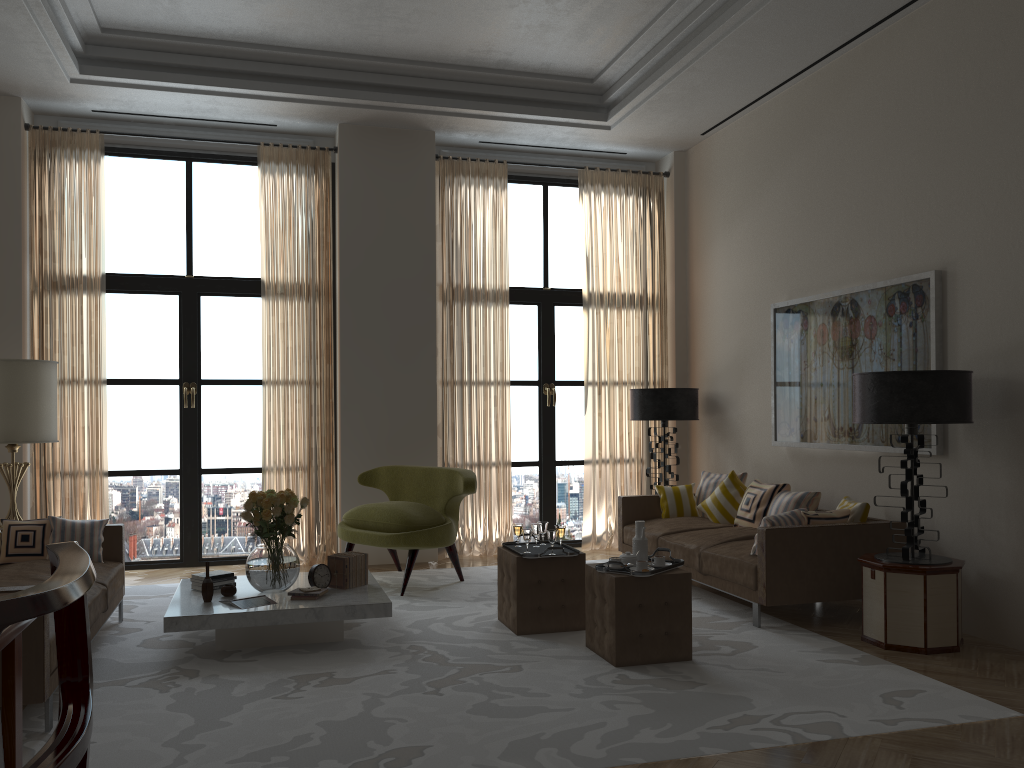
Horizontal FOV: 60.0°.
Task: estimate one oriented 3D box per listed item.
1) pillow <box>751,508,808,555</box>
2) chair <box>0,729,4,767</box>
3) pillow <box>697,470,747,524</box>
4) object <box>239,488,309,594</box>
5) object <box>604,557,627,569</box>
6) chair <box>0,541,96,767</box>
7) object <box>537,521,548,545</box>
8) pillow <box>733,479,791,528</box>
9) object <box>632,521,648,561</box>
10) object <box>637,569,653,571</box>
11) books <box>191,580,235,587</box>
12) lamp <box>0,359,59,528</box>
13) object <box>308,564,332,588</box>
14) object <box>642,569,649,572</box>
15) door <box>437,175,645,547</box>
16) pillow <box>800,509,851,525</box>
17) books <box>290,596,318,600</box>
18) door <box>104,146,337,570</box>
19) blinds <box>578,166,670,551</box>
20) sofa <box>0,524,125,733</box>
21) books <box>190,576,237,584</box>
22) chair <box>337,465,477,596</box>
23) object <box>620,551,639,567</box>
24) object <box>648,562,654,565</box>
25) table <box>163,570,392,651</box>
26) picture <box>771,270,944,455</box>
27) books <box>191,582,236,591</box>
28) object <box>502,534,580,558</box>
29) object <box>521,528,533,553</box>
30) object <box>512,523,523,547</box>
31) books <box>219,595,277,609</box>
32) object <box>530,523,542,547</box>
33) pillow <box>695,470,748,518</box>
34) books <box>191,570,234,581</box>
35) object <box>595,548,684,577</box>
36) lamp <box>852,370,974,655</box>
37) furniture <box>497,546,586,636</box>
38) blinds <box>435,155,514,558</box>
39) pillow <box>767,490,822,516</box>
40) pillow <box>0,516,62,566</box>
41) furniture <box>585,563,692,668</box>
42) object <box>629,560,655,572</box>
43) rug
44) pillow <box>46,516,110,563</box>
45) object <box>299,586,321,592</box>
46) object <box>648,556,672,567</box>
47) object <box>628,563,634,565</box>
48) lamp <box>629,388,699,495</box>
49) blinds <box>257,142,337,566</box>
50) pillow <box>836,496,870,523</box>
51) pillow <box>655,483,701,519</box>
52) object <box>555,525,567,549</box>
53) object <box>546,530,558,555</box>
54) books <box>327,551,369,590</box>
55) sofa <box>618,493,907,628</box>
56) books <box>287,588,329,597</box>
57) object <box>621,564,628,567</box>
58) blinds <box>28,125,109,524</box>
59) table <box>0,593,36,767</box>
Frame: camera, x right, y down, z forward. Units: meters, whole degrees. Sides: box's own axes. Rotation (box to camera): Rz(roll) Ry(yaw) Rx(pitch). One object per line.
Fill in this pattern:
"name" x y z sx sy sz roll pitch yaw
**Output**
"pillow" 2.213 1.250 7.376 0.498 0.428 0.327 0 -1 -28
"chair" -0.889 1.012 0.644 0.878 1.505 0.656 0 -1 -16
"pillow" 2.296 1.219 9.347 0.767 0.617 0.355 -1 -1 28
"object" -1.860 1.240 7.003 0.540 0.821 0.627 0 -1 -20
"object" 0.738 1.266 6.286 0.176 0.067 0.176 1 -2 -40
"chair" -1.079 1.034 1.264 0.878 1.505 0.656 0 -1 -16
"object" 0.262 1.268 7.522 0.098 0.191 0.098 -1 -1 31
"pillow" 2.477 1.238 8.807 0.403 0.547 0.617 0 -1 -13
"object" 0.947 1.169 6.563 0.113 0.305 0.125 -1 -1 21
"object" 0.908 1.293 6.138 0.187 0.015 0.041 1 -2 -29
"books" -2.402 1.592 7.125 0.207 0.024 0.262 -2 -2 37
"lamp" -4.665 0.914 8.286 0.768 2.254 0.767 -1 -1 37
"object" -1.524 1.533 7.043 0.082 0.209 0.204 -1 -1 35
"object" 0.921 1.291 6.105 0.053 0.026 0.049 0 -2 -14
"door" 0.462 -0.266 11.335 3.086 4.766 0.240 0 0 -16
"pillow" 2.574 1.253 7.442 0.464 0.412 0.304 0 -1 -18
"books" -1.568 1.617 6.784 0.197 0.024 0.256 0 -2 1
"door" -3.667 -0.278 10.151 3.258 4.766 0.240 0 0 -16
"blinds" 1.434 -0.284 11.379 1.242 4.873 0.418 0 0 -14
"sofa" -3.541 1.555 5.998 1.351 0.819 2.981 0 -2 -16
"books" -2.404 1.567 7.138 0.230 0.024 0.280 -2 -2 39
"chair" -1.174 1.473 9.114 1.791 1.213 1.029 -2 -2 41
"object" 0.843 1.265 6.440 0.176 0.105 0.136 0 -1 -20
"object" 1.032 1.305 6.464 0.041 0.015 0.187 -1 -2 26
"table" -1.853 1.811 7.062 1.584 0.343 1.501 0 -2 -16
"picture" 3.079 -0.132 8.170 0.080 1.480 2.267 0 -1 -18
"books" -2.402 1.622 7.136 0.207 0.035 0.280 -2 -2 41
"object" 0.227 1.318 7.248 0.491 0.092 0.802 0 -2 -16
"object" 0.122 1.254 7.083 0.098 0.191 0.098 0 -1 10
"object" 0.050 1.266 7.423 0.098 0.191 0.098 0 -1 -33
"books" -1.964 1.607 6.592 0.281 0.038 0.384 1 -3 -43
"object" 0.203 1.264 7.391 0.098 0.191 0.098 0 -1 -16
"pillow" 2.262 1.249 9.750 0.355 0.576 0.624 0 -1 -37
"books" -2.408 1.540 7.128 0.207 0.030 0.260 -2 -3 41
"object" 0.924 1.273 6.377 0.441 0.101 0.720 -2 -2 38
"lamp" 3.007 0.924 6.659 0.829 2.018 0.830 0 -1 -15
"furniture" 0.234 1.665 7.251 0.613 0.616 0.614 0 -1 -16
"blinds" -0.466 -0.289 10.836 0.960 4.873 0.419 0 0 -14
"pillow" 2.639 1.290 8.457 0.371 0.565 0.660 0 -1 -21
"pillow" -3.903 1.288 7.153 0.464 0.412 0.304 0 -1 -18
"furniture" 0.898 1.631 6.370 0.613 0.616 0.614 0 -1 -16
"object" 0.910 1.274 6.205 0.176 0.067 0.176 0 -2 -14
"rug" -0.527 1.937 7.017 5.517 0.065 5.734 0 -2 -16
"pillow" -3.541 1.285 7.220 0.498 0.428 0.327 0 -1 -28
"object" -1.548 1.572 6.797 0.139 0.019 0.137 1 -2 -32
"object" 1.068 1.281 6.408 0.176 0.067 0.176 0 -2 -17
"object" 0.899 1.286 6.304 0.186 0.026 0.041 0 -1 -8
"lamp" 1.848 1.069 10.727 0.829 2.018 0.830 0 -1 -12
"blinds" -2.483 -0.294 10.257 0.874 4.873 0.418 0 0 -13
"pillow" 2.871 1.225 7.619 0.296 0.475 0.515 0 -1 5
"pillow" 1.840 1.315 9.784 0.482 0.433 0.318 0 -1 -6
"object" 0.402 1.259 7.293 0.098 0.191 0.098 0 -1 10
"object" 0.317 1.249 6.977 0.098 0.191 0.098 0 -1 -16
"books" -1.335 1.511 7.206 0.210 0.264 0.282 -1 -1 34
"sofa" 2.217 1.603 8.594 1.351 0.819 2.981 0 -2 -16
"books" -1.558 1.593 6.788 0.255 0.026 0.202 -1 -2 9
"object" 0.788 1.283 6.243 0.052 0.027 0.080 -1 -2 31
"blinds" -4.784 -0.295 9.598 0.780 4.885 0.419 0 0 -14
"table" -2.238 1.299 1.583 1.800 1.027 3.802 0 -2 -16
